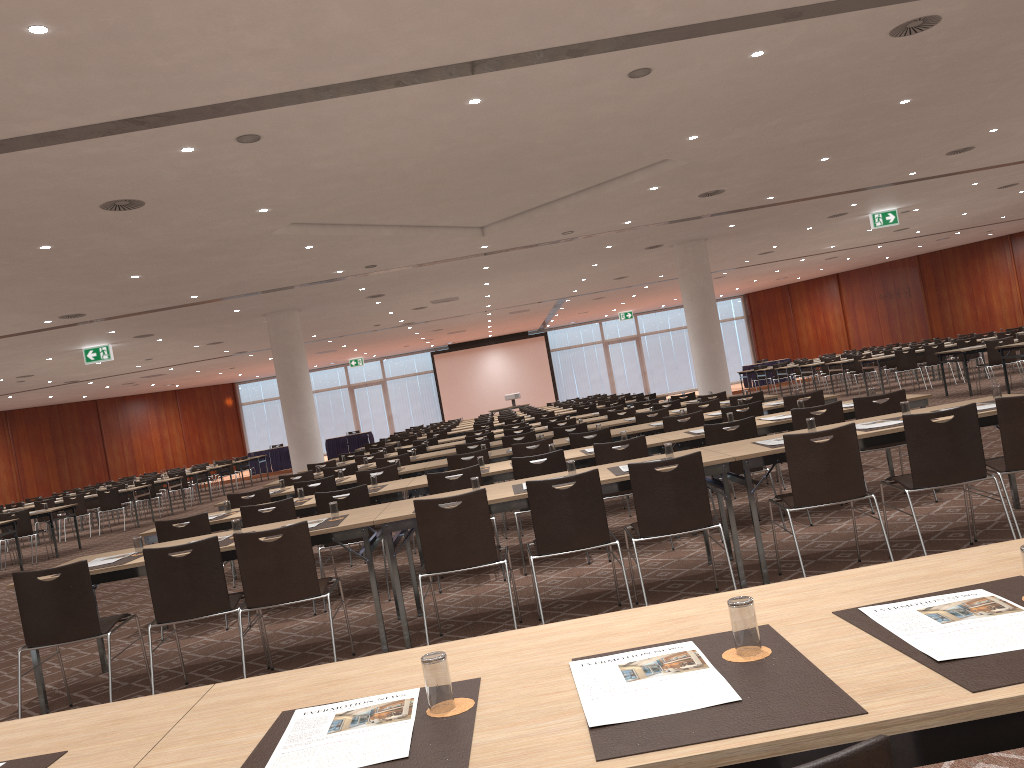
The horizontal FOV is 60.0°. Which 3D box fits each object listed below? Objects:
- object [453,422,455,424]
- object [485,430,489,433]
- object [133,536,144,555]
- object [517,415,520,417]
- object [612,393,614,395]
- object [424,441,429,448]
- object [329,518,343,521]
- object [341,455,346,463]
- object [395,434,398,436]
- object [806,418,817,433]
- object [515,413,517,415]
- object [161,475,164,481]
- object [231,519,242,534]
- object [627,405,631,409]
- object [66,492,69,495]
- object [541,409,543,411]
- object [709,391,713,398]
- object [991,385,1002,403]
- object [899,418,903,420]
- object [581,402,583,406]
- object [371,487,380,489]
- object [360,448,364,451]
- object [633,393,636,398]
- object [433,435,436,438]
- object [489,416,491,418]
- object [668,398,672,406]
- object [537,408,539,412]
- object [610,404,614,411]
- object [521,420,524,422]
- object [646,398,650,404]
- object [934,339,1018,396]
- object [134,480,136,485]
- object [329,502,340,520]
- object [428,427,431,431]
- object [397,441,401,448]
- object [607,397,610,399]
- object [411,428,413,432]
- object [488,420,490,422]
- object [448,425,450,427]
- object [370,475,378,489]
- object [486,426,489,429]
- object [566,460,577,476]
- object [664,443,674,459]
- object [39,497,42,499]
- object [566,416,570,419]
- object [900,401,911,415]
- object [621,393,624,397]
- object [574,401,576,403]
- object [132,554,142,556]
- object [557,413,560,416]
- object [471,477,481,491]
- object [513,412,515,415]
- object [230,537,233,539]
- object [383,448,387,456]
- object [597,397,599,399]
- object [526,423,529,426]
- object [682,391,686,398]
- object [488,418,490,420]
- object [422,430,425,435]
[{"bbox_3d":[-1.530,1.075,23.379,0.054,0.114,0.054,-10,0,33],"label":"object"},{"bbox_3d":[-0.387,0.782,13.907,0.054,0.114,0.054,-10,0,33],"label":"object"},{"bbox_3d":[-2.463,1.065,5.850,0.054,0.114,0.054,-10,0,-35],"label":"object"},{"bbox_3d":[0.146,0.743,19.414,0.054,0.114,0.054,-10,0,-35],"label":"object"},{"bbox_3d":[2.900,0.322,25.468,0.054,0.114,0.054,-10,0,-35],"label":"object"},{"bbox_3d":[-1.342,0.948,13.876,0.054,0.114,0.054,-10,0,10],"label":"object"},{"bbox_3d":[-1.165,0.897,5.878,0.102,0.001,0.102,-10,-1,-35],"label":"object"},{"bbox_3d":[-2.632,1.173,13.865,0.054,0.114,0.054,-10,0,33],"label":"object"},{"bbox_3d":[-2.775,1.272,21.361,0.054,0.114,0.054,-10,0,-35],"label":"object"},{"bbox_3d":[2.008,0.285,5.946,0.054,0.114,0.054,-10,0,33],"label":"object"},{"bbox_3d":[0.107,0.769,21.408,0.054,0.114,0.054,-10,0,-35],"label":"object"},{"bbox_3d":[-8.379,2.250,21.234,0.054,0.114,0.054,-10,0,-35],"label":"object"},{"bbox_3d":[-1.824,0.954,5.879,0.054,0.114,0.054,-10,0,33],"label":"object"},{"bbox_3d":[1.843,0.393,13.946,0.054,0.114,0.054,-10,0,-35],"label":"object"},{"bbox_3d":[-10.620,2.641,21.198,0.054,0.114,0.054,-10,0,33],"label":"object"},{"bbox_3d":[0.740,0.659,21.424,0.054,0.114,0.054,-10,0,-35],"label":"object"},{"bbox_3d":[3.131,0.168,13.967,0.054,0.114,0.054,-10,0,33],"label":"object"},{"bbox_3d":[3.273,0.064,5.983,0.054,0.114,0.054,-10,0,-35],"label":"object"},{"bbox_3d":[2.657,0.230,5.955,0.102,0.001,0.102,-10,-1,-35],"label":"object"},{"bbox_3d":[1.696,0.492,21.437,0.054,0.114,0.054,-10,0,33],"label":"object"},{"bbox_3d":[-1.217,0.926,7.876,0.102,0.001,0.102,-10,-1,-12],"label":"object"},{"bbox_3d":[-2.675,1.201,15.849,0.054,0.114,0.054,-10,0,-12],"label":"object"},{"bbox_3d":[2.968,0.270,21.469,0.054,0.114,0.054,-10,0,-35],"label":"object"},{"bbox_3d":[-1.380,0.975,15.889,0.054,0.114,0.054,-10,0,33],"label":"object"},{"bbox_3d":[-0.579,0.909,23.394,0.054,0.114,0.054,-10,0,33],"label":"object"},{"bbox_3d":[2.486,0.280,13.953,0.054,0.114,0.054,-10,0,-35],"label":"object"},{"bbox_3d":[0.693,0.687,23.426,0.054,0.114,0.054,-10,0,33],"label":"object"},{"bbox_3d":[1.802,0.419,15.947,0.054,0.114,0.054,-10,0,10],"label":"object"},{"bbox_3d":[0.200,0.699,15.913,0.054,0.114,0.054,-10,0,-12],"label":"object"},{"bbox_3d":[2.448,0.307,15.968,0.054,0.114,0.054,-10,0,33],"label":"object"},{"bbox_3d":[9.099,-0.369,16.137,2.267,0.833,0.953,-10,0,-1],"label":"object"},{"bbox_3d":[-9.022,2.362,21.235,0.054,0.114,0.054,-10,0,-35],"label":"object"},{"bbox_3d":[-1.181,0.841,5.892,0.054,0.114,0.054,-10,0,-35],"label":"object"},{"bbox_3d":[-2.170,1.187,23.376,0.054,0.114,0.054,-10,0,33],"label":"object"},{"bbox_3d":[-2.023,1.087,15.868,0.054,0.114,0.054,-10,0,10],"label":"object"},{"bbox_3d":[2.343,0.379,21.461,0.054,0.114,0.054,-10,0,33],"label":"object"},{"bbox_3d":[-2.848,1.325,25.350,0.054,0.114,0.054,-10,0,-35],"label":"object"},{"bbox_3d":[-0.499,0.855,19.391,0.054,0.114,0.054,-10,0,-35],"label":"object"},{"bbox_3d":[-1.505,1.051,21.385,0.054,0.114,0.054,-10,0,-35],"label":"object"},{"bbox_3d":[-1.225,0.869,7.877,0.054,0.114,0.054,-10,0,33],"label":"object"},{"bbox_3d":[-0.429,0.809,15.904,0.054,0.114,0.054,-10,0,-12],"label":"object"},{"bbox_3d":[0.397,0.566,5.910,0.054,0.114,0.054,-10,0,-35],"label":"object"},{"bbox_3d":[1.049,0.452,5.920,0.054,0.114,0.054,-10,0,-35],"label":"object"},{"bbox_3d":[-11.261,2.753,21.188,0.054,0.114,0.054,-10,0,33],"label":"object"},{"bbox_3d":[0.889,0.559,13.925,0.054,0.114,0.054,-10,0,33],"label":"object"},{"bbox_3d":[2.646,0.174,5.958,0.054,0.114,0.054,-10,0,33],"label":"object"},{"bbox_3d":[2.930,0.297,23.465,0.054,0.114,0.054,-10,0,-35],"label":"object"},{"bbox_3d":[1.664,0.518,23.449,0.054,0.114,0.054,-10,0,33],"label":"object"},{"bbox_3d":[-2.457,1.122,5.848,0.102,0.001,0.102,-10,-1,-35],"label":"object"},{"bbox_3d":[0.847,0.586,15.922,0.054,0.114,0.054,-10,0,-12],"label":"object"},{"bbox_3d":[-0.240,0.677,5.894,0.054,0.114,0.054,-10,0,-35],"label":"object"},{"bbox_3d":[0.054,0.798,23.404,0.054,0.114,0.054,-10,0,33],"label":"object"},{"bbox_3d":[-1.819,1.011,5.873,0.102,0.001,0.102,-10,-1,-35],"label":"object"},{"bbox_3d":[-1.989,1.061,13.874,0.054,0.114,0.054,-10,0,10],"label":"object"},{"bbox_3d":[2.289,0.409,23.463,0.054,0.114,0.054,-10,0,33],"label":"object"},{"bbox_3d":[0.249,0.671,13.916,0.054,0.114,0.054,-10,0,33],"label":"object"},{"bbox_3d":[3.093,0.194,15.977,0.054,0.114,0.054,-10,0,-12],"label":"object"},{"bbox_3d":[-0.545,0.883,21.404,0.054,0.114,0.054,-10,0,-35],"label":"object"},{"bbox_3d":[-2.130,1.160,21.362,0.054,0.114,0.054,-10,0,-35],"label":"object"}]
